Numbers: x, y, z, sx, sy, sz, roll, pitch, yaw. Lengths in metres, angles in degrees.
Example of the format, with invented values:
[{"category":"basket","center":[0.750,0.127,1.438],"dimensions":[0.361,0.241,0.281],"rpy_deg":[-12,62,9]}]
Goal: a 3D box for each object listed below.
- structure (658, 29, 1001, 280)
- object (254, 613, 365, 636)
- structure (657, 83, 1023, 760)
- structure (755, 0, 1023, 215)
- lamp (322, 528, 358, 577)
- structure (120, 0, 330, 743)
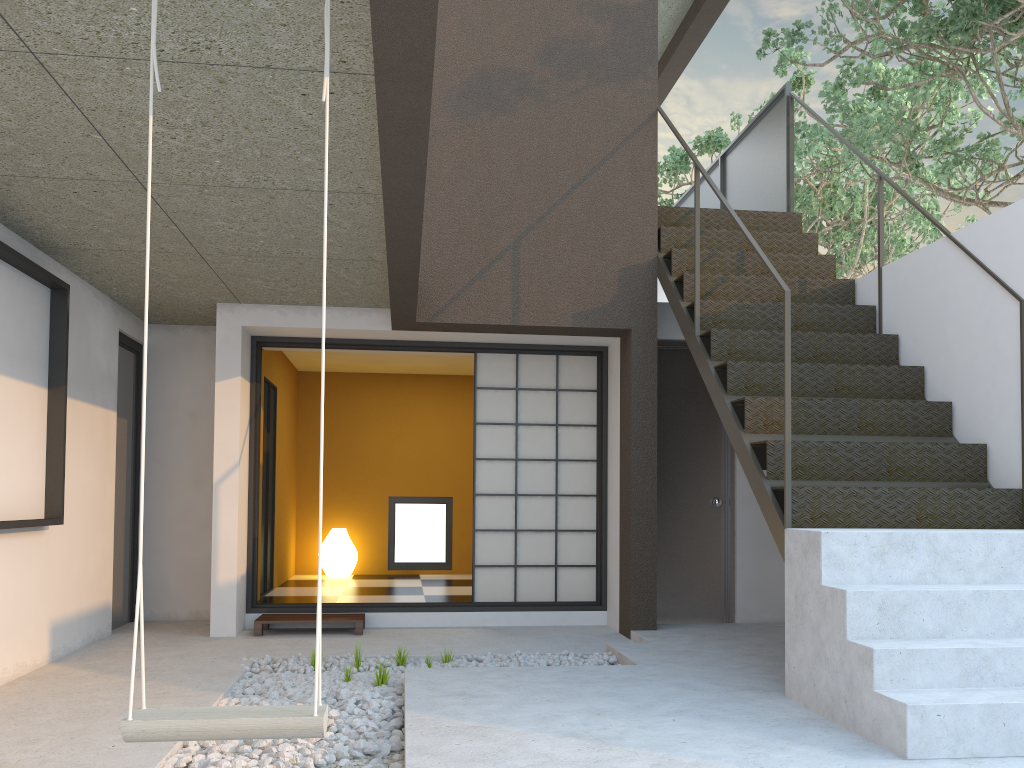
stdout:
[{"category":"structure","center":[4.161,-1.658,12.820],"dimensions":[5.518,4.683,7.334],"rpy_deg":[3,-6,-27]},{"category":"object","center":[-1.359,1.629,5.983],"dimensions":[0.703,0.100,0.352],"rpy_deg":[1,-7,-7]},{"category":"structure","center":[1.492,-0.292,6.293],"dimensions":[1.158,3.926,6.590],"rpy_deg":[1,-6,-7]},{"category":"structure","center":[4.385,-2.397,6.210],"dimensions":[4.342,3.685,5.771],"rpy_deg":[3,-6,-27]},{"category":"lamp","center":[-1.723,1.681,8.752],"dimensions":[0.387,0.498,0.396],"rpy_deg":[2,-4,-18]},{"category":"structure","center":[-0.677,-0.072,2.165],"dimensions":[0.462,1.860,0.129],"rpy_deg":[1,-2,-7]}]
